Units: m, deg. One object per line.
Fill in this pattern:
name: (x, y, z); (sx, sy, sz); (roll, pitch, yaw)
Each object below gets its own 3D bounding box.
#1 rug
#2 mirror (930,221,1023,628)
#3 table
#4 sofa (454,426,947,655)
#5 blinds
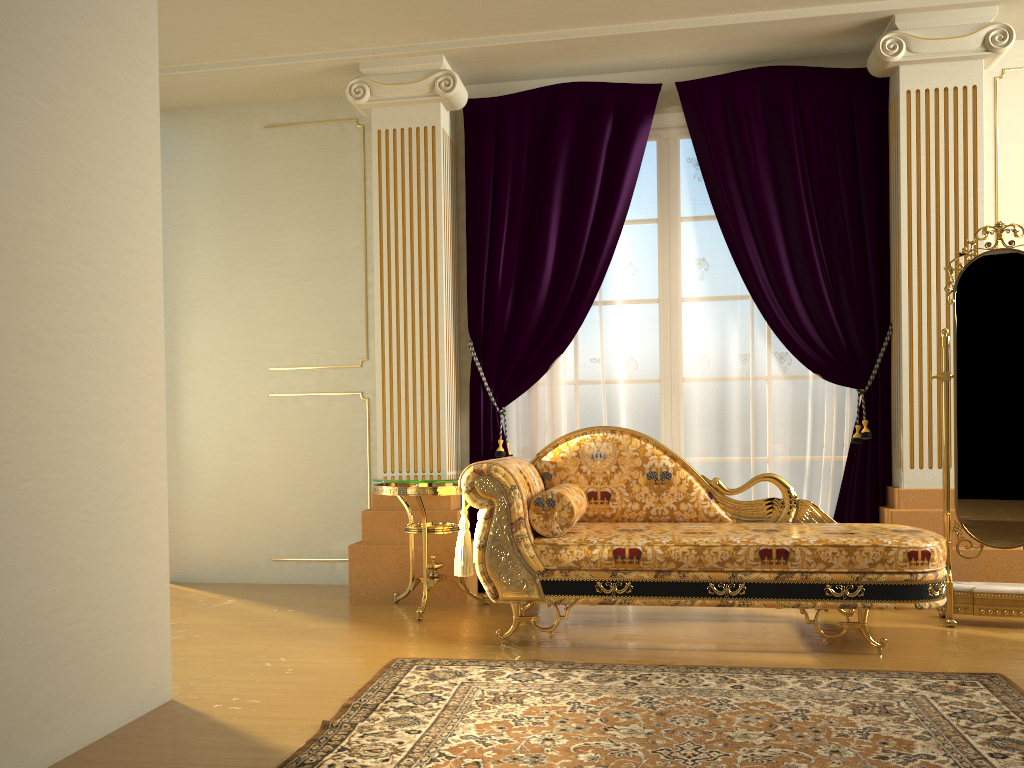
rug: (0.350, 0.915, 1.637); (2.117, 0.017, 3.082); (-1, -3, 9)
mirror: (2.056, 0.167, 3.710); (0.541, 1.700, 0.243); (-1, 1, 20)
table: (-0.376, 0.765, 4.226); (0.571, 0.643, 0.572); (0, -1, -35)
sofa: (0.749, 0.597, 3.631); (1.893, 0.871, 0.693); (-1, -1, 9)
blinds: (0.826, -0.236, 4.582); (2.235, 2.653, 0.339); (-1, 1, 10)
